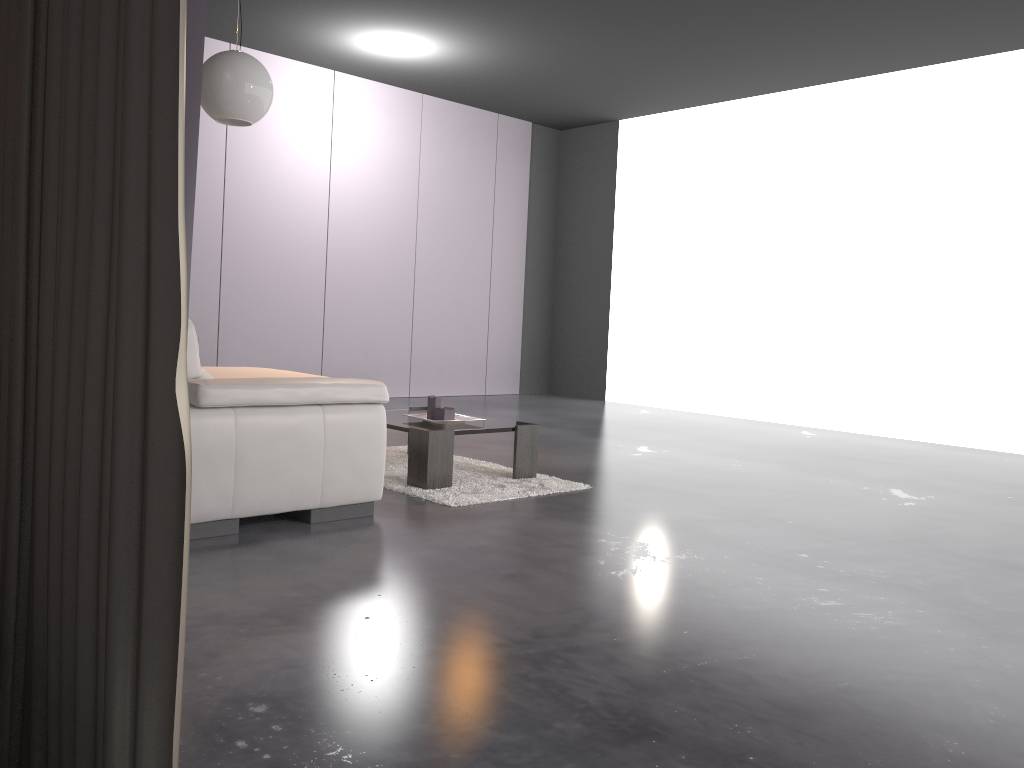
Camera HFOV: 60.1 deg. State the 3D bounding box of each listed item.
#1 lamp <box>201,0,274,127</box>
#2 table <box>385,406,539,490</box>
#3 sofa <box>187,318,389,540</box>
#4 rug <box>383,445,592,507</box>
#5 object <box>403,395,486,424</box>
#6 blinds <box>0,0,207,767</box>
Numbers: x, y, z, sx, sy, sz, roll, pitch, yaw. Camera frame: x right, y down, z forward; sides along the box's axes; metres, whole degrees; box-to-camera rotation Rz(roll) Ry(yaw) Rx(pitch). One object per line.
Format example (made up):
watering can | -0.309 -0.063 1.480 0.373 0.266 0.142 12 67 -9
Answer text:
lamp | -1.117 -1.786 3.649 0.307 1.413 0.307 3 1 15
table | -0.432 0.306 4.579 0.700 0.270 0.907 -1 5 -43
sofa | -1.455 -0.022 4.534 1.868 0.857 2.868 0 5 -43
rug | -0.435 0.445 4.565 0.916 0.023 1.529 -1 5 -43
object | -0.343 0.123 4.492 0.304 0.136 0.305 0 4 -38
blinds | -0.733 -0.854 1.525 0.248 2.993 3.295 2 3 -42
